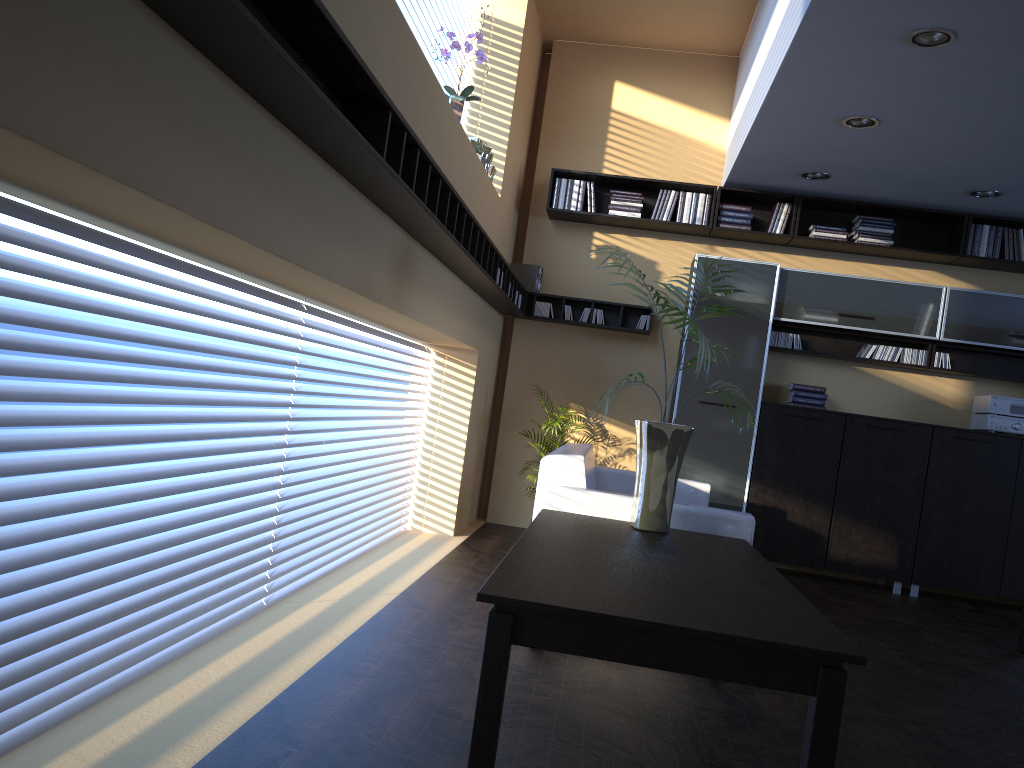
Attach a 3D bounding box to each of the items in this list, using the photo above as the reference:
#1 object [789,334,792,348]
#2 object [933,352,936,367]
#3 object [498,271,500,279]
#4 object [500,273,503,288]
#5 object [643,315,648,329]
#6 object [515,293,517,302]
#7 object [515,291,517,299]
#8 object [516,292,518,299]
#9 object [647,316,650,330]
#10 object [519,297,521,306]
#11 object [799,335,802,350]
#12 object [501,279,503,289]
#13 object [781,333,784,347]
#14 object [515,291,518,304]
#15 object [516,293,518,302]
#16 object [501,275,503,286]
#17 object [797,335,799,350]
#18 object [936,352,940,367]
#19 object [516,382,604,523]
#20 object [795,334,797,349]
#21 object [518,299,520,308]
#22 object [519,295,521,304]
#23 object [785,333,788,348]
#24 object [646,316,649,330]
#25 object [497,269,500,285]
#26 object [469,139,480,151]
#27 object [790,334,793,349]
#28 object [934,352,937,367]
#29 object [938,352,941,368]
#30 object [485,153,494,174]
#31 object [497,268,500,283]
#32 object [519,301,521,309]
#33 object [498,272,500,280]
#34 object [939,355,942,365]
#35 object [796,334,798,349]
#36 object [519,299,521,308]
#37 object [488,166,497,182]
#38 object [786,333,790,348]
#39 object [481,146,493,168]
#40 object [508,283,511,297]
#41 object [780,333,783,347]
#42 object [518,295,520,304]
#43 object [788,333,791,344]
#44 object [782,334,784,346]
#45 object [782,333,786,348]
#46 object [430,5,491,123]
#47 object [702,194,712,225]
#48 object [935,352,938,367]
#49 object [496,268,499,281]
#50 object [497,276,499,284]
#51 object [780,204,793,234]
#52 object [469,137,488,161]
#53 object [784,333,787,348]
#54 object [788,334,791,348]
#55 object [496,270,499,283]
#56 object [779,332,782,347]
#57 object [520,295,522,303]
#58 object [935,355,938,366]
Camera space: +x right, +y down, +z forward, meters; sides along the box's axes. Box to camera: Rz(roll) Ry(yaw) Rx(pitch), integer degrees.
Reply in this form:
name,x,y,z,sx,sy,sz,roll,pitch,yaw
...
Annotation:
name,x,y,z,sx,sy,sz,roll,pitch,yaw
object,2.245,-0.343,7.187,0.009,0.120,0.142,8,0,7
object,3.345,-0.191,7.059,0.009,0.120,0.142,8,0,7
object,-0.157,-0.703,5.828,0.140,0.118,0.006,8,0,6
object,-0.140,-0.699,5.924,0.142,0.120,0.009,8,0,7
object,1.096,-0.500,7.327,0.030,0.124,0.142,8,0,7
object,-0.038,-0.668,6.835,0.142,0.120,0.030,8,0,6
object,-0.043,-0.668,6.810,0.142,0.118,0.040,8,0,7
object,-0.036,-0.667,6.846,0.142,0.120,0.030,8,0,6
object,1.126,-0.497,7.323,0.009,0.120,0.142,8,0,7
object,-0.006,-0.660,7.045,0.140,0.118,0.006,8,0,6
object,2.320,-0.331,7.180,0.040,0.118,0.142,8,0,7
object,-0.136,-0.695,6.009,0.142,0.118,0.040,8,0,7
object,2.185,-0.351,7.195,0.009,0.120,0.142,8,0,7
object,-0.035,-0.667,6.835,0.140,0.117,0.026,8,0,7
object,-0.032,-0.666,6.855,0.142,0.120,0.030,8,0,7
object,-0.137,-0.698,5.964,0.142,0.120,0.009,8,0,7
object,2.305,-0.334,7.178,0.030,0.120,0.142,8,0,7
object,3.365,-0.189,7.053,0.009,0.120,0.142,8,0,7
object,0.349,0.633,7.047,0.688,1.241,0.842,8,0,40
object,2.285,-0.337,7.184,0.030,0.120,0.142,8,0,7
object,-0.010,-0.661,7.035,0.142,0.120,0.009,8,0,6
object,-0.008,-0.660,7.046,0.142,0.120,0.009,8,0,6
object,2.215,-0.347,7.192,0.009,0.120,0.142,8,0,6
object,1.116,-0.498,7.324,0.009,0.120,0.142,8,0,7
object,-0.158,-0.704,5.797,0.142,0.120,0.009,8,0,7
object,-0.268,-1.476,5.606,0.094,0.113,0.090,8,0,42
object,2.255,-0.341,7.190,0.009,0.120,0.142,8,0,7
object,3.345,-0.191,7.055,0.006,0.118,0.140,8,0,7
object,3.375,-0.187,7.057,0.009,0.120,0.142,8,0,7
object,-0.207,-1.489,6.091,0.137,0.173,0.144,8,0,-3
object,-0.160,-0.704,5.777,0.142,0.120,0.009,8,0,7
object,-0.002,-0.659,7.075,0.140,0.118,0.006,8,0,6
object,-0.157,-0.703,5.838,0.140,0.118,0.006,8,0,6
object,3.385,-0.186,7.056,0.009,0.120,0.142,8,0,7
object,2.296,-0.335,7.186,0.030,0.120,0.142,8,0,7
object,-0.004,-0.659,7.076,0.142,0.120,0.009,8,0,6
object,-0.182,-1.469,6.318,0.117,0.149,0.124,8,0,7
object,2.225,-0.345,7.190,0.009,0.120,0.142,8,0,7
object,-0.230,-1.496,5.914,0.137,0.173,0.144,8,0,-33
object,-0.087,-0.681,6.412,0.142,0.118,0.040,8,0,6
object,2.176,-0.352,7.194,0.006,0.118,0.140,8,0,7
object,-0.015,-0.661,7.001,0.142,0.118,0.040,8,0,6
object,2.235,-0.344,7.191,0.009,0.120,0.142,8,0,7
object,2.186,-0.351,7.193,0.006,0.118,0.140,8,0,7
object,2.196,-0.349,7.198,0.009,0.120,0.142,8,0,7
object,-0.293,-1.784,5.069,0.352,0.695,0.437,8,0,-14
object,1.574,-1.385,7.197,0.050,0.258,0.207,8,0,6
object,3.356,-0.190,7.056,0.006,0.118,0.140,8,0,7
object,-0.166,-0.704,5.743,0.142,0.118,0.040,8,0,6
object,-0.159,-0.704,5.787,0.142,0.120,0.009,8,0,7
object,2.188,-1.301,7.130,0.075,0.259,0.207,8,0,7
object,-0.249,-1.495,5.736,0.126,0.160,0.133,8,0,27
object,2.205,-0.348,7.195,0.009,0.120,0.142,8,0,7
object,2.235,-0.344,7.188,0.006,0.118,0.140,8,0,7
object,-0.161,-0.705,5.767,0.142,0.120,0.009,8,0,7
object,2.166,-0.354,7.197,0.006,0.118,0.140,8,0,7
object,-0.002,-0.658,7.086,0.142,0.120,0.009,8,0,7
object,3.355,-0.190,7.059,0.009,0.120,0.142,8,0,7
